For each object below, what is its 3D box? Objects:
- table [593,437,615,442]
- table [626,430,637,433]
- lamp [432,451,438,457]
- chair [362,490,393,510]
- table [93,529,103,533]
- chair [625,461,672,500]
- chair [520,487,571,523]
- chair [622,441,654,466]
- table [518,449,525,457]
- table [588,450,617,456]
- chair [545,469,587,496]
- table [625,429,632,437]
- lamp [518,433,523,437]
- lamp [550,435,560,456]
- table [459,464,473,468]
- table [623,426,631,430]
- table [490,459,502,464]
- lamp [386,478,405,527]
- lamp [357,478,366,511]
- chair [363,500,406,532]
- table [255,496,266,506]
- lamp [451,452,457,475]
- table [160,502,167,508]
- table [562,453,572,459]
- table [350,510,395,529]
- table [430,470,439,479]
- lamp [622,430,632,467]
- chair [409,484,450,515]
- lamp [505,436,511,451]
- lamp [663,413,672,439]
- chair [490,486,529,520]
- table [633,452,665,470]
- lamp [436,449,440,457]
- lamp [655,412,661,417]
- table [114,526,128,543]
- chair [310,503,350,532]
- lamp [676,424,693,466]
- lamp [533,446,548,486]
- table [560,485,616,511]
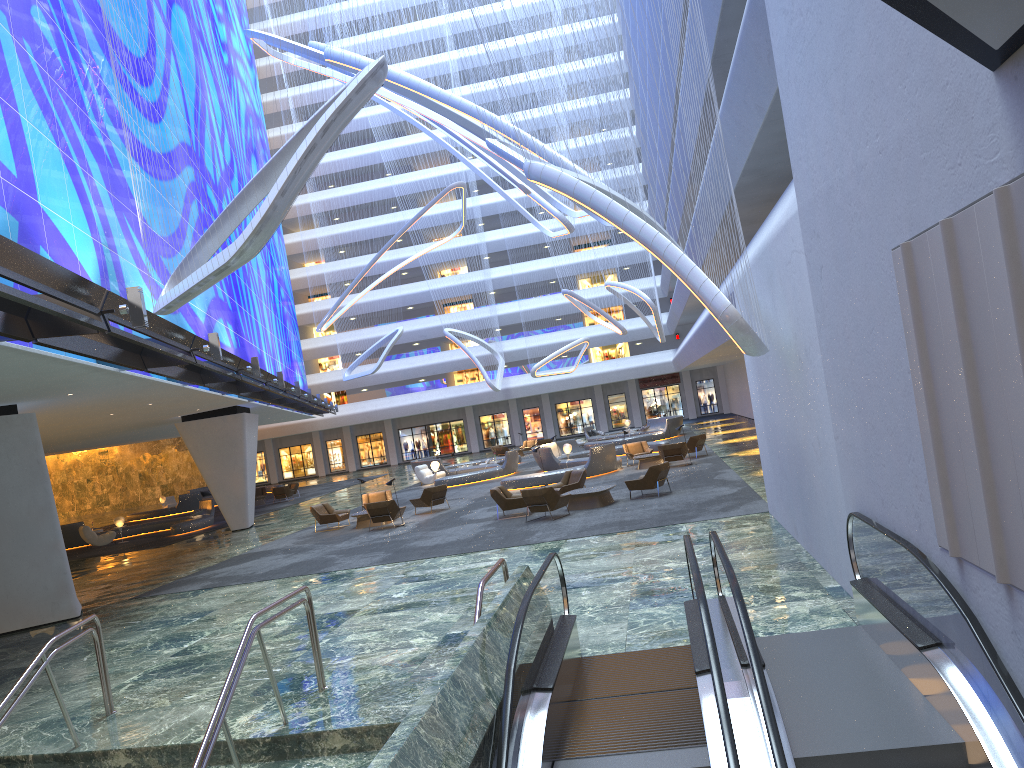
[{"bbox_3d":[4.824,3.049,46.176,1.204,0.392,1.202,-9,-2,9],"label":"table"},{"bbox_3d":[6.793,2.860,50.293,0.671,0.406,0.673,-9,-1,5],"label":"table"},{"bbox_3d":[-3.618,3.832,42.304,0.384,1.300,0.202,-9,0,2],"label":"lamp"},{"bbox_3d":[-4.076,3.695,27.023,0.929,0.766,0.940,-9,-1,-8],"label":"chair"},{"bbox_3d":[-17.613,6.394,37.653,0.670,0.406,0.674,-9,-1,-4],"label":"table"},{"bbox_3d":[3.305,2.326,21.349,0.941,0.766,0.927,-10,-1,33],"label":"chair"},{"bbox_3d":[0.761,2.700,20.194,0.932,0.766,0.936,-10,-1,36],"label":"chair"},{"bbox_3d":[4.459,2.456,31.348,0.929,0.766,0.940,-9,-1,-8],"label":"chair"},{"bbox_3d":[0.082,3.918,49.498,1.206,0.392,1.200,-11,-2,44],"label":"table"},{"bbox_3d":[3.604,2.892,35.013,1.204,0.392,1.202,-9,-2,9],"label":"table"},{"bbox_3d":[1.454,2.679,23.059,0.936,0.766,0.932,-9,-1,-29],"label":"chair"},{"bbox_3d":[6.198,2.737,46.951,0.418,0.595,0.427,-9,-1,5],"label":"table"},{"bbox_3d":[0.562,3.440,51.209,0.383,1.300,0.202,-9,0,-29],"label":"lamp"},{"bbox_3d":[1.850,2.781,36.951,0.385,1.300,0.201,-9,0,26],"label":"lamp"},{"bbox_3d":[-2.172,4.040,41.901,0.675,0.406,0.669,-10,-1,28],"label":"table"},{"bbox_3d":[6.731,2.801,51.692,0.417,0.595,0.429,-9,-1,-37],"label":"table"},{"bbox_3d":[-0.676,3.800,41.943,0.672,0.406,0.673,-8,-1,-29],"label":"table"},{"bbox_3d":[-3.119,3.161,23.633,0.385,1.300,0.201,-9,0,26],"label":"lamp"},{"bbox_3d":[-4.488,3.484,26.852,0.202,1.300,0.383,-9,0,25],"label":"lamp"},{"bbox_3d":[-3.399,3.482,23.742,0.930,0.766,0.938,-9,-1,15],"label":"chair"},{"bbox_3d":[-12.661,5.781,43.479,1.200,0.392,1.206,-8,-2,-27],"label":"table"},{"bbox_3d":[-2.375,3.464,36.994,0.201,1.300,0.384,-9,0,-16],"label":"lamp"},{"bbox_3d":[-19.547,6.971,49.658,0.418,0.595,0.427,-9,-1,8],"label":"table"},{"bbox_3d":[2.180,2.981,34.184,0.418,0.595,0.427,-9,-1,8],"label":"table"},{"bbox_3d":[-3.894,3.788,25.130,1.204,0.392,1.202,-9,-2,9],"label":"table"},{"bbox_3d":[-3.208,3.955,37.532,0.417,0.595,0.428,-9,-1,-17],"label":"table"},{"bbox_3d":[4.047,2.245,31.177,0.202,1.300,0.383,-9,0,25],"label":"lamp"},{"bbox_3d":[-2.385,3.392,26.061,0.941,0.766,0.927,-10,-1,42],"label":"chair"},{"bbox_3d":[-0.148,3.446,47.780,0.201,1.300,0.385,-9,0,-29],"label":"lamp"},{"bbox_3d":[7.588,2.059,43.350,0.201,1.300,0.385,-9,0,-32],"label":"lamp"},{"bbox_3d":[0.018,2.868,21.739,0.939,0.766,0.929,-9,-1,11],"label":"chair"},{"bbox_3d":[4.641,2.550,29.455,1.204,0.392,1.202,-9,-2,8],"label":"table"},{"bbox_3d":[-3.683,3.919,44.717,0.201,1.300,0.385,-9,0,-37],"label":"lamp"},{"bbox_3d":[7.932,2.131,47.394,0.384,1.300,0.201,-9,0,9],"label":"lamp"},{"bbox_3d":[-14.747,5.686,33.480,0.428,0.595,0.417,-9,0,8],"label":"table"},{"bbox_3d":[-5.288,3.852,25.821,0.940,0.766,0.928,-9,-1,17],"label":"chair"},{"bbox_3d":[5.416,1.922,27.958,0.385,1.300,0.201,-9,0,26],"label":"lamp"},{"bbox_3d":[0.912,2.673,28.756,0.385,1.300,0.201,-9,0,26],"label":"lamp"},{"bbox_3d":[1.868,2.738,21.287,1.206,0.392,1.201,-10,-2,27],"label":"table"}]
